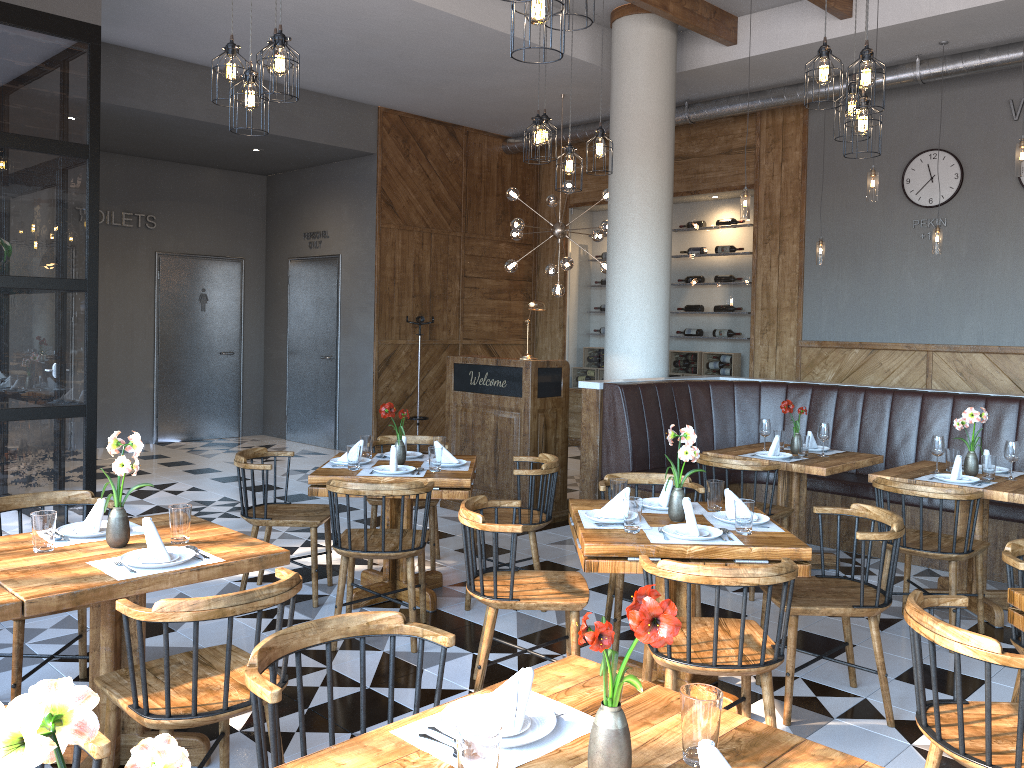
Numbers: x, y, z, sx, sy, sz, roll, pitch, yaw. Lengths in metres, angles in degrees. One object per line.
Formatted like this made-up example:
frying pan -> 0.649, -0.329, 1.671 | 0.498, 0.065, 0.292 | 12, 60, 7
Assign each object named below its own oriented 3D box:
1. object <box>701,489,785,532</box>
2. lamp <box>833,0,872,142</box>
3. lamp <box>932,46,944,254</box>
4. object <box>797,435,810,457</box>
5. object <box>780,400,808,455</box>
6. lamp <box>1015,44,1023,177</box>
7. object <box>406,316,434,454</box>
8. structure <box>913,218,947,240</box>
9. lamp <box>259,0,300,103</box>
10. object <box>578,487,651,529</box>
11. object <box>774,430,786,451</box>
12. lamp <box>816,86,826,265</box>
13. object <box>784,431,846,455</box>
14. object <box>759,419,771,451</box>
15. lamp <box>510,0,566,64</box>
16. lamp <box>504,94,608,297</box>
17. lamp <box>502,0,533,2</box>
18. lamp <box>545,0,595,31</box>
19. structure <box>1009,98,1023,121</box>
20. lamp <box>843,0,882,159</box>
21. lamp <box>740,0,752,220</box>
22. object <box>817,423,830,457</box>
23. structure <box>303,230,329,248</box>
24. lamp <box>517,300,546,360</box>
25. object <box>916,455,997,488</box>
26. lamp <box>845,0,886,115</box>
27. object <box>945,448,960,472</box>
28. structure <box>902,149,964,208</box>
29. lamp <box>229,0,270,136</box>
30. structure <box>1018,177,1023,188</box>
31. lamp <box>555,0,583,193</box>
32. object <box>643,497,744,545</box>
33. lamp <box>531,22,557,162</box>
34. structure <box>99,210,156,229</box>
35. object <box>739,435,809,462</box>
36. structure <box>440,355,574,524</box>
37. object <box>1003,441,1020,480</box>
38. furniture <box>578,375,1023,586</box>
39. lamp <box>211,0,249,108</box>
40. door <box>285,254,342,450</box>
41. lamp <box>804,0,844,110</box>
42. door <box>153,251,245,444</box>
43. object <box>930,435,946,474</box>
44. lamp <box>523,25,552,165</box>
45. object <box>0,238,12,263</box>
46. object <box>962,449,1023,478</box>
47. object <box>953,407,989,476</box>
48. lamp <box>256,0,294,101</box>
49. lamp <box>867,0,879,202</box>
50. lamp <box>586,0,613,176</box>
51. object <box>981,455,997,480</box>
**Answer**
object -> 0.963, 0.510, 3.726 | 0.272, 0.137, 0.353 | 1, 3, 0
lamp -> 1.819, -2.328, 4.657 | 0.175, 2.069, 0.175 | 1, 1, -5
lamp -> 3.683, -2.100, 7.612 | 0.078, 1.962, 0.078 | 2, 2, 31
object -> 1.886, 0.401, 5.736 | 0.080, 0.132, 0.080 | 2, 2, 30
object -> 1.850, 0.281, 5.855 | 0.171, 0.355, 0.156 | 3, 2, 38
lamp -> 3.389, -2.355, 5.833 | 0.078, 1.962, 0.078 | 1, 1, -10
object -> -1.092, 0.033, 10.381 | 0.374, 1.657, 0.375 | 1, 2, -23
structure -> 4.031, -1.491, 8.550 | 0.306, 0.197, 0.021 | 4, 3, 45
lamp -> -1.052, -2.352, 4.068 | 0.175, 2.069, 0.175 | 2, 1, 24
object -> 0.425, 0.499, 3.716 | 0.272, 0.137, 0.353 | 1, 3, 0
object -> 1.808, 0.383, 5.991 | 0.080, 0.132, 0.080 | 3, 3, 45
lamp -> 2.936, -2.106, 8.355 | 0.078, 1.962, 0.078 | 1, 1, -13
object -> 2.047, 0.383, 6.030 | 0.352, 0.137, 0.272 | 5, 5, 45
object -> 1.694, 0.342, 5.934 | 0.081, 0.215, 0.081 | 2, 2, 36
lamp -> 0.105, -2.120, 2.914 | 0.175, 2.069, 0.175 | 2, 2, 39
lamp -> 0.524, -2.033, 9.596 | 1.186, 2.190, 1.162 | 1, 2, 6
lamp -> 0.035, -2.238, 2.701 | 0.175, 2.069, 0.175 | 1, 1, 6
lamp -> 0.219, -2.303, 3.095 | 0.175, 2.069, 0.175 | 2, 2, 28
structure -> 5.485, -2.399, 7.095 | 2.732, 0.199, 0.033 | 5, 4, 45
lamp -> 1.786, -2.184, 4.441 | 0.175, 2.069, 0.175 | 2, 2, 28
lamp -> 1.939, -2.337, 7.273 | 0.078, 1.962, 0.078 | 1, 1, -13
object -> 2.026, 0.361, 5.759 | 0.081, 0.215, 0.081 | 1, 2, -14
structure -> -2.472, -1.824, 11.178 | 0.566, 0.197, 0.025 | 5, 3, 45
lamp -> 0.159, -0.305, 7.189 | 0.170, 0.756, 0.445 | 2, 2, 20
object -> 2.450, 0.466, 4.890 | 0.352, 0.137, 0.272 | 5, 5, 45
lamp -> 1.718, -2.346, 4.234 | 0.175, 2.069, 0.175 | 2, 1, 17
object -> 2.591, 0.451, 5.213 | 0.080, 0.132, 0.080 | 3, 3, 45
structure -> 4.040, -1.976, 8.522 | 0.561, 0.560, 0.046 | 4, 3, 45
lamp -> -1.231, -2.233, 4.205 | 0.175, 2.069, 0.175 | 0, 2, -33
structure -> 4.765, -1.913, 7.802 | 0.561, 0.560, 0.046 | 4, 3, 45
lamp -> 0.394, -2.302, 5.788 | 0.175, 2.069, 0.175 | 1, 1, -2
object -> 0.698, 0.523, 3.455 | 0.352, 0.137, 0.272 | 1, 3, 0
lamp -> 0.236, -2.547, 5.947 | 0.175, 2.069, 0.175 | 1, 1, -2
structure -> -4.735, -1.987, 10.649 | 0.035, 0.166, 0.916 | 3, 4, 45
object -> 1.671, 0.399, 5.664 | 0.352, 0.137, 0.272 | 5, 5, 45
structure -> -0.009, 0.428, 7.441 | 1.047, 1.299, 0.645 | 3, 3, 45
object -> 2.809, 0.429, 4.982 | 0.081, 0.215, 0.081 | 1, 2, -14
furniture -> 3.512, 0.725, 5.212 | 6.595, 1.149, 1.918 | 5, 5, 45
lamp -> -1.369, -2.421, 4.362 | 0.175, 2.069, 0.175 | 0, 2, -44
door -> -2.546, -0.424, 11.229 | 1.208, 2.391, 0.114 | 3, 2, 45
lamp -> 1.567, -2.415, 4.375 | 0.175, 2.069, 0.175 | 2, 2, 28
door -> -4.011, -0.469, 11.432 | 0.114, 2.391, 1.207 | 3, 2, 45
object -> 2.477, 0.410, 5.157 | 0.081, 0.215, 0.081 | 2, 2, 36
lamp -> 0.186, -2.478, 5.745 | 0.175, 2.069, 0.175 | 1, 1, -13
object -> -3.494, -0.089, 4.313 | 1.381, 2.589, 1.635 | 2, 2, 29
object -> 2.826, 0.450, 5.257 | 0.352, 0.137, 0.272 | 5, 5, 45
object -> 2.618, 0.327, 5.066 | 0.146, 0.400, 0.207 | 0, 2, -38
lamp -> -1.169, -2.477, 4.424 | 0.175, 2.069, 0.175 | 0, 2, -33
lamp -> 2.686, -2.331, 6.531 | 0.078, 1.962, 0.078 | 2, 2, 31
lamp -> 0.603, -2.434, 5.867 | 0.175, 2.069, 0.175 | 0, 2, -35
object -> 2.669, 0.469, 4.958 | 0.080, 0.132, 0.080 | 2, 2, 30
